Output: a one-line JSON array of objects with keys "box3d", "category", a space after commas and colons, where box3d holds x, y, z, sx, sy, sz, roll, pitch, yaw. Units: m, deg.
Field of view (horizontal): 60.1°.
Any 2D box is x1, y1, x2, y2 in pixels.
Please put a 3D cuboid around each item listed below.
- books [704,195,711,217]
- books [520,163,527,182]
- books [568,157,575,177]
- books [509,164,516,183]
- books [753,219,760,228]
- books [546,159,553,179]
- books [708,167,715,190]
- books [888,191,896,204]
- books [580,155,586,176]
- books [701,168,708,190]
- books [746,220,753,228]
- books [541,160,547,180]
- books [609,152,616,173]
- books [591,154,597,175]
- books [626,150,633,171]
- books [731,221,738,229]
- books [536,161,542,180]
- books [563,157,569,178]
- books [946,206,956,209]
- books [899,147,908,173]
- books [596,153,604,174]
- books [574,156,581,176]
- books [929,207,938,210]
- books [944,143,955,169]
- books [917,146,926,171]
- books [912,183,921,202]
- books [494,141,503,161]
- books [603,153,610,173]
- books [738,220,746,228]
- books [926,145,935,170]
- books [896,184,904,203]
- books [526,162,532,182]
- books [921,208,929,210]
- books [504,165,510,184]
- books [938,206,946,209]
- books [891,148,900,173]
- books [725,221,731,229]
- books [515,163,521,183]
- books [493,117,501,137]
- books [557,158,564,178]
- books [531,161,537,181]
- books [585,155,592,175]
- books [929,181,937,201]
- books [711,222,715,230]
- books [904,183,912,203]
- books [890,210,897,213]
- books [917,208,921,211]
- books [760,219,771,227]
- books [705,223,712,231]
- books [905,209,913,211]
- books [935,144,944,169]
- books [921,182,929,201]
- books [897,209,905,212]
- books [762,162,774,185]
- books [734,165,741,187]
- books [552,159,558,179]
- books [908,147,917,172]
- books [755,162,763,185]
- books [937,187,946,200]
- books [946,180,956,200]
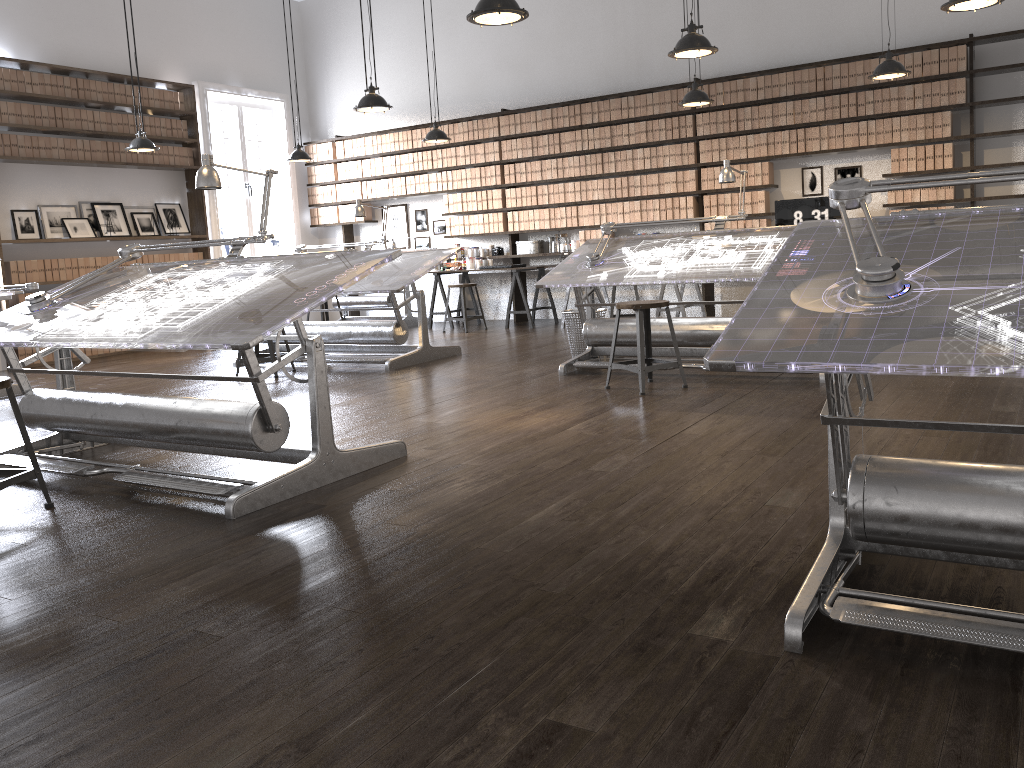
[{"box3d": [2.034, -1.823, 9.104, 0.067, 0.224, 0.175, 0, 8, 32], "category": "books"}, {"box3d": [0.172, -2.426, 10.182, 0.067, 0.224, 0.175, 0, 8, 32], "category": "books"}, {"box3d": [0.700, -2.407, 9.855, 0.067, 0.224, 0.175, 0, 8, 32], "category": "books"}, {"box3d": [0.048, -2.430, 10.259, 0.067, 0.224, 0.175, 0, 8, 32], "category": "books"}, {"box3d": [2.469, -1.534, 8.867, 0.067, 0.224, 0.175, 0, 8, 32], "category": "books"}, {"box3d": [0.461, -2.416, 10.004, 0.067, 0.224, 0.175, 0, 8, 32], "category": "books"}, {"box3d": [2.062, -2.093, 9.047, 0.067, 0.224, 0.175, 0, 8, 32], "category": "books"}, {"box3d": [3.514, -1.771, 8.177, 0.067, 0.224, 0.175, 0, 8, 32], "category": "books"}, {"box3d": [0.821, -2.403, 9.776, 0.067, 0.224, 0.175, 0, 8, 32], "category": "books"}, {"box3d": [2.003, -2.095, 9.086, 0.067, 0.224, 0.175, 0, 8, 32], "category": "books"}, {"box3d": [2.411, -1.537, 8.908, 0.067, 0.224, 0.175, 0, 8, 32], "category": "books"}, {"box3d": [0.408, -2.418, 10.039, 0.067, 0.224, 0.175, 0, 8, 32], "category": "books"}, {"box3d": [1.119, -2.393, 9.593, 0.067, 0.224, 0.175, 0, 8, 32], "category": "books"}, {"box3d": [0.934, -2.400, 9.713, 0.067, 0.224, 0.175, 0, 8, 32], "category": "books"}, {"box3d": [1.295, -2.386, 9.481, 0.067, 0.224, 0.175, 0, 8, 32], "category": "books"}, {"box3d": [2.285, -1.541, 8.987, 0.067, 0.224, 0.175, 0, 8, 32], "category": "books"}, {"box3d": [0.349, -2.419, 10.070, 0.067, 0.224, 0.175, 0, 8, 32], "category": "books"}, {"box3d": [0.643, -2.410, 9.895, 0.067, 0.224, 0.175, 0, 8, 32], "category": "books"}, {"box3d": [3.942, -1.482, 7.948, 0.067, 0.224, 0.175, 0, 8, 32], "category": "books"}, {"box3d": [3.592, -2.040, 8.095, 0.067, 0.224, 0.175, 0, 8, 32], "category": "books"}, {"box3d": [0.994, -2.397, 9.669, 0.067, 0.224, 0.175, 0, 8, 32], "category": "books"}, {"box3d": [0.760, -2.405, 9.814, 0.067, 0.224, 0.175, 0, 8, 32], "category": "books"}, {"box3d": [3.830, -1.487, 8.023, 0.067, 0.224, 0.175, 0, 8, 32], "category": "books"}, {"box3d": [3.902, -2.029, 7.900, 0.067, 0.224, 0.175, 0, 8, 32], "category": "books"}, {"box3d": [3.713, -2.036, 8.021, 0.067, 0.224, 0.175, 0, 8, 32], "category": "books"}, {"box3d": [3.693, -1.765, 8.067, 0.067, 0.224, 0.175, 0, 8, 32], "category": "books"}, {"box3d": [-0.130, -2.707, 10.332, 0.067, 0.224, 0.175, 0, 8, 32], "category": "books"}, {"box3d": [1.061, -2.395, 9.635, 0.067, 0.224, 0.175, 0, 8, 32], "category": "books"}, {"box3d": [2.345, -1.538, 8.943, 0.067, 0.224, 0.175, 0, 8, 32], "category": "books"}, {"box3d": [3.773, -2.033, 7.976, 0.067, 0.224, 0.175, 0, 8, 32], "category": "books"}, {"box3d": [3.576, -1.769, 8.143, 0.067, 0.224, 0.175, 0, 8, 32], "category": "books"}, {"box3d": [0.235, -2.424, 10.148, 0.067, 0.224, 0.175, 0, 8, 32], "category": "books"}, {"box3d": [3.768, -1.489, 8.057, 0.067, 0.224, 0.175, 0, 8, 32], "category": "books"}, {"box3d": [-0.012, -2.433, 10.303, 0.067, 0.224, 0.175, 0, 8, 32], "category": "books"}, {"box3d": [3.890, -1.485, 7.988, 0.067, 0.224, 0.175, 0, 8, 32], "category": "books"}, {"box3d": [3.532, -2.042, 8.133, 0.067, 0.224, 0.175, 0, 8, 32], "category": "books"}, {"box3d": [2.228, -1.543, 9.020, 0.067, 0.224, 0.175, 0, 8, 32], "category": "books"}, {"box3d": [0.114, -2.429, 10.224, 0.067, 0.224, 0.175, 0, 8, 32], "category": "books"}, {"box3d": [-0.142, -2.980, 10.298, 0.067, 0.224, 0.175, 0, 8, 32], "category": "books"}, {"box3d": [0.583, -2.412, 9.931, 0.067, 0.224, 0.175, 0, 8, 32], "category": "books"}, {"box3d": [0.295, -2.422, 10.111, 0.067, 0.224, 0.175, 0, 8, 32], "category": "books"}, {"box3d": [0.877, -2.401, 9.746, 0.067, 0.224, 0.175, 0, 8, 32], "category": "books"}, {"box3d": [3.809, -1.760, 7.991, 0.067, 0.224, 0.175, 0, 8, 32], "category": "books"}, {"box3d": [2.111, -1.546, 9.088, 0.067, 0.224, 0.175, 0, 8, 32], "category": "books"}, {"box3d": [3.636, -1.767, 8.107, 0.067, 0.224, 0.175, 0, 8, 32], "category": "books"}, {"box3d": [3.547, -1.497, 8.201, 0.067, 0.224, 0.175, 0, 8, 32], "category": "books"}, {"box3d": [3.713, -1.491, 8.094, 0.067, 0.224, 0.175, 0, 8, 32], "category": "books"}, {"box3d": [2.532, -1.533, 8.833, 0.067, 0.224, 0.175, 0, 8, 32], "category": "books"}, {"box3d": [2.051, -1.549, 9.129, 0.067, 0.224, 0.175, 0, 8, 32], "category": "books"}, {"box3d": [3.660, -1.493, 8.129, 0.067, 0.224, 0.175, 0, 8, 32], "category": "books"}, {"box3d": [3.839, -2.031, 7.942, 0.067, 0.224, 0.175, 0, 8, 32], "category": "books"}, {"box3d": [3.753, -1.762, 8.026, 0.067, 0.224, 0.175, 0, 8, 32], "category": "books"}, {"box3d": [3.601, -1.494, 8.160, 0.067, 0.224, 0.175, 0, 8, 32], "category": "books"}, {"box3d": [2.532, -2.077, 8.756, 0.067, 0.224, 0.175, 0, 8, 32], "category": "books"}, {"box3d": [2.290, -2.084, 8.899, 0.067, 0.224, 0.175, 0, 8, 32], "category": "books"}, {"box3d": [0.521, -2.413, 9.964, 0.067, 0.224, 0.175, 0, 8, 32], "category": "books"}, {"box3d": [3.650, -2.037, 8.054, 0.067, 0.224, 0.175, 0, 8, 32], "category": "books"}, {"box3d": [2.469, -2.078, 8.790, 0.067, 0.224, 0.175, 0, 8, 32], "category": "books"}, {"box3d": [3.865, -1.759, 7.961, 0.067, 0.224, 0.175, 0, 8, 32], "category": "books"}, {"box3d": [3.925, -1.757, 7.925, 0.067, 0.224, 0.175, 0, 8, 32], "category": "books"}]
